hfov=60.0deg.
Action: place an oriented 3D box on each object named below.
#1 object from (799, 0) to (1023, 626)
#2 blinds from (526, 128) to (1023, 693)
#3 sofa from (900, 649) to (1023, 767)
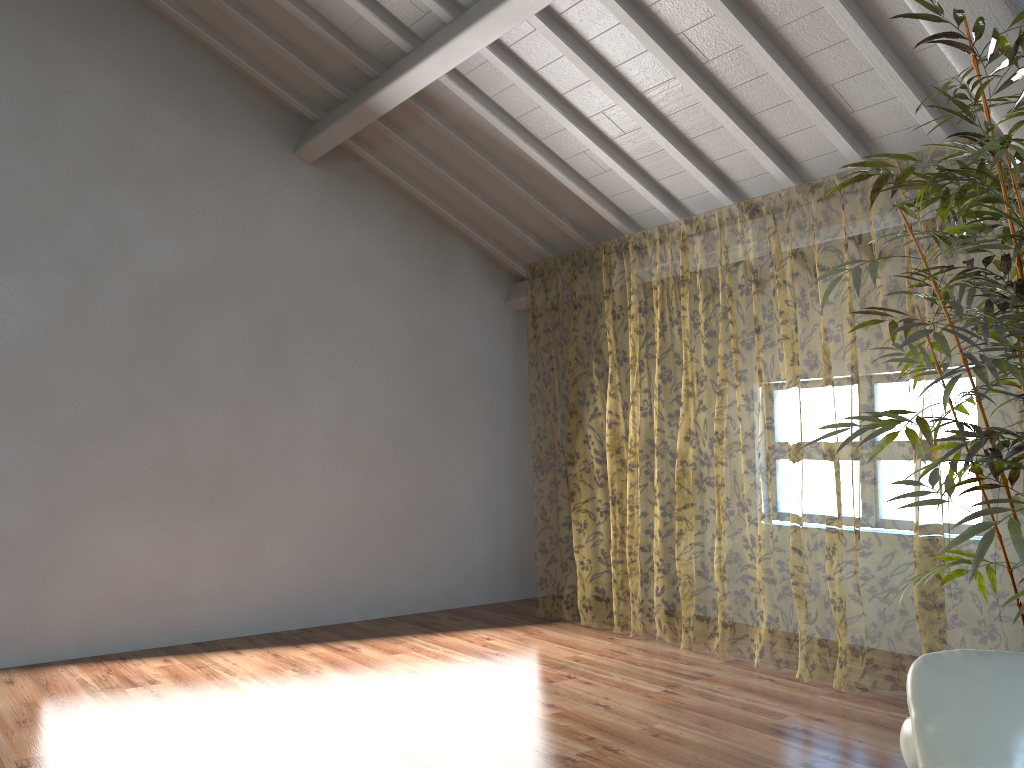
[{"bbox_3d":[1.540,0.111,2.570,1.177,2.473,1.399,0,-4,-11],"label":"object"},{"bbox_3d":[1.157,0.270,5.107,0.306,2.546,3.505,2,-5,-36],"label":"blinds"},{"bbox_3d":[1.510,0.833,0.904,3.047,0.805,1.359,-3,-5,33],"label":"sofa"}]
